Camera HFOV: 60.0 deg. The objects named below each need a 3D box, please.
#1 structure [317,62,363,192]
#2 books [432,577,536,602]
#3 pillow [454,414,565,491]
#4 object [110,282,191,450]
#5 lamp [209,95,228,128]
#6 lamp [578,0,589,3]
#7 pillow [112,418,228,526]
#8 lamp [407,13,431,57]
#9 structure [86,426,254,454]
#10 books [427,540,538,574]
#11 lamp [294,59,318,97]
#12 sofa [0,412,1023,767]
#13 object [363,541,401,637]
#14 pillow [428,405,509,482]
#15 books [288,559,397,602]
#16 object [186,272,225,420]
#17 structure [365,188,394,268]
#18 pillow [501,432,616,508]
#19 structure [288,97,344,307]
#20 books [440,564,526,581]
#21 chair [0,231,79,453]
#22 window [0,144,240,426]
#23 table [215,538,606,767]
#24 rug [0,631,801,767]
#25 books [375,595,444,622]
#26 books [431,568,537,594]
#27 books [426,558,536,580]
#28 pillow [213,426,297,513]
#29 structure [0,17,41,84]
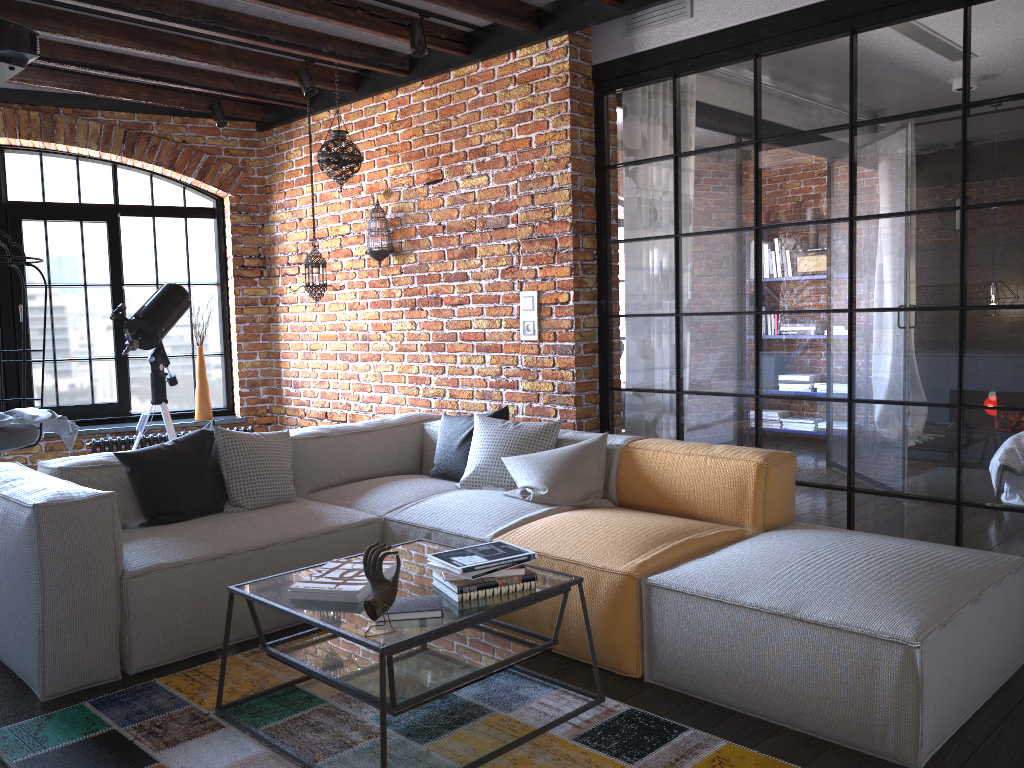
[{"bbox_3d":[-1.009,-1.511,5.154,0.265,0.779,0.273,-2,5,-6],"label":"structure"},{"bbox_3d":[-0.085,0.587,2.626,0.247,0.024,0.209,-4,5,-26],"label":"books"},{"bbox_3d":[-0.022,0.331,4.165,0.495,0.354,0.293,1,5,30],"label":"pillow"},{"bbox_3d":[-2.241,0.111,5.447,0.570,1.472,0.616,-3,5,-19],"label":"object"},{"bbox_3d":[-1.948,-1.807,5.886,0.134,0.208,0.093,0,5,20],"label":"lamp"},{"bbox_3d":[0.280,-1.698,3.703,0.093,0.210,0.150,-6,6,-43],"label":"lamp"},{"bbox_3d":[-1.397,0.373,3.772,0.238,0.417,0.538,2,5,34],"label":"pillow"},{"bbox_3d":[-0.466,-1.741,4.420,0.113,0.194,0.085,0,5,16],"label":"lamp"},{"bbox_3d":[-2.300,0.566,6.091,1.115,0.476,0.106,-4,5,-28],"label":"structure"},{"bbox_3d":[-0.089,0.510,2.623,0.268,0.014,0.196,-4,5,-34],"label":"books"},{"bbox_3d":[-1.195,-1.770,5.140,0.134,0.208,0.090,0,5,12],"label":"lamp"},{"bbox_3d":[-0.229,0.635,3.282,3.300,0.698,2.535,3,6,44],"label":"sofa"},{"bbox_3d":[-0.331,0.520,2.265,0.099,0.223,0.093,-2,5,-6],"label":"object"},{"bbox_3d":[-0.226,0.301,4.440,0.510,0.400,0.263,2,6,39],"label":"pillow"},{"bbox_3d":[-0.502,0.589,2.677,0.225,0.038,0.308,0,4,15],"label":"books"},{"bbox_3d":[-2.173,-0.268,6.329,0.270,1.054,0.299,-4,5,-25],"label":"object"},{"bbox_3d":[-0.812,-0.951,5.391,0.169,0.483,0.169,3,7,45],"label":"structure"},{"bbox_3d":[0.193,0.378,3.861,0.485,0.314,0.358,-2,5,-2],"label":"pillow"},{"bbox_3d":[-1.244,-1.198,5.519,0.389,1.438,0.338,-6,7,-45],"label":"structure"},{"bbox_3d":[-0.095,0.542,2.645,0.239,0.023,0.190,-2,4,-11],"label":"books"},{"bbox_3d":[-2.748,-0.688,4.480,0.682,2.221,0.801,-1,5,0],"label":"chair"},{"bbox_3d":[-3.415,-0.646,5.973,3.292,2.234,0.177,-4,5,-28],"label":"window"},{"bbox_3d":[-0.316,0.792,2.693,0.848,0.389,0.842,3,6,45],"label":"table"},{"bbox_3d":[-0.242,1.029,2.307,2.364,0.013,1.431,3,6,45],"label":"rug"},{"bbox_3d":[-0.280,0.606,2.408,0.182,0.029,0.129,-2,4,-8],"label":"books"},{"bbox_3d":[-0.085,0.565,2.625,0.251,0.023,0.209,-4,5,-26],"label":"books"},{"bbox_3d":[-0.089,0.525,2.624,0.196,0.014,0.268,3,6,43],"label":"books"},{"bbox_3d":[-1.142,0.362,3.994,0.250,0.402,0.543,1,5,27],"label":"pillow"},{"bbox_3d":[-2.044,-1.572,3.273,0.464,0.817,0.409,3,6,45],"label":"structure"}]
